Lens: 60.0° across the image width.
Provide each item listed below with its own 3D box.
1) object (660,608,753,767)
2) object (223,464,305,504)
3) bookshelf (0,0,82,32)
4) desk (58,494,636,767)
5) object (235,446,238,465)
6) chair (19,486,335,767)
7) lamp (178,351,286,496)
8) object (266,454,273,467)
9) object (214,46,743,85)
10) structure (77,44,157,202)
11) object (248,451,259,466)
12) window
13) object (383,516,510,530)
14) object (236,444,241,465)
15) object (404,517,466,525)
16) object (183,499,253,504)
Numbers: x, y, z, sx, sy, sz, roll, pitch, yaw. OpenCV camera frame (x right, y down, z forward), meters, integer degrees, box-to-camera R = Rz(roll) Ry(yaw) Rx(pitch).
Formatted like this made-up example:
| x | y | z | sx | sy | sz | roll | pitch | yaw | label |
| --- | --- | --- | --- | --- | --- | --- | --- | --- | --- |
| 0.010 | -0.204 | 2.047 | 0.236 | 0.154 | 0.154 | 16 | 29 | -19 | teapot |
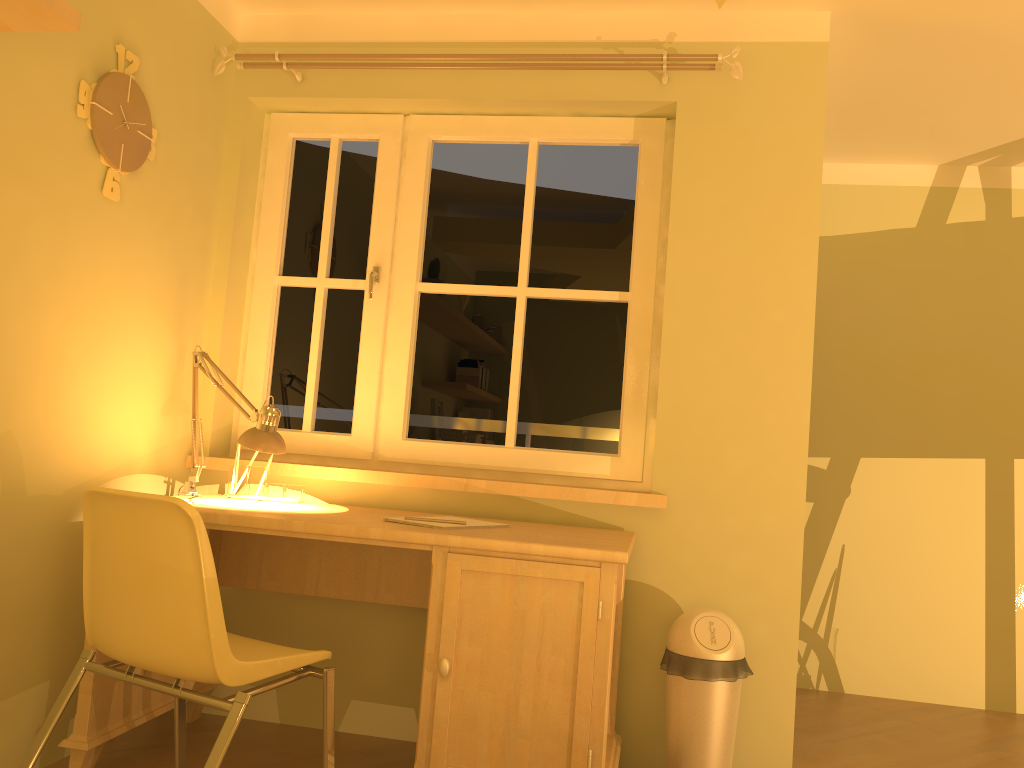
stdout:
| x | y | z | sx | sy | sz | roll | pitch | yaw | label |
| --- | --- | --- | --- | --- | --- | --- | --- | --- | --- |
| 0.536 | 0.902 | 2.490 | 0.248 | 0.535 | 0.255 | 0 | -7 | 44 | object |
| -0.781 | 0.316 | 2.808 | 0.240 | 0.105 | 0.070 | 4 | -5 | 2 | object |
| -1.313 | -0.298 | 0.562 | 0.300 | 1.240 | 2.605 | 4 | -5 | 10 | bookshelf |
| -0.390 | 0.735 | 2.475 | 1.396 | 0.720 | 0.684 | 4 | -5 | 10 | desk |
| -0.884 | 0.269 | 2.833 | 0.009 | 0.165 | 0.034 | 4 | -5 | 2 | object |
| -0.730 | 0.632 | 1.963 | 0.531 | 0.785 | 0.546 | 2 | -5 | 30 | chair |
| -0.858 | 0.121 | 2.653 | 0.484 | 0.455 | 0.140 | 1 | -6 | 35 | lamp |
| -0.793 | 0.290 | 2.837 | 0.043 | 0.138 | 0.010 | 6 | -5 | -16 | object |
| -0.133 | -1.008 | 2.882 | 1.708 | 0.113 | 0.190 | 4 | -5 | 10 | object |
| -1.093 | -0.730 | 2.491 | 0.027 | 0.432 | 0.360 | 4 | -5 | 10 | structure |
| -0.849 | 0.278 | 2.839 | 0.073 | 0.155 | 0.008 | 7 | -5 | -26 | object |
| -0.225 | -0.318 | 3.076 | 1.486 | 1.263 | 0.142 | 4 | -5 | 10 | window |
| -0.175 | 0.382 | 2.444 | 0.210 | 0.010 | 0.300 | 1 | -6 | 35 | object |
| -0.874 | 0.268 | 2.819 | 0.009 | 0.162 | 0.053 | 6 | -5 | -14 | object |
| -0.206 | 0.367 | 2.380 | 0.166 | 0.009 | 0.008 | 4 | -5 | 1 | object |
| -0.875 | 0.334 | 2.522 | 0.040 | 0.009 | 0.300 | 1 | -6 | 40 | object |
